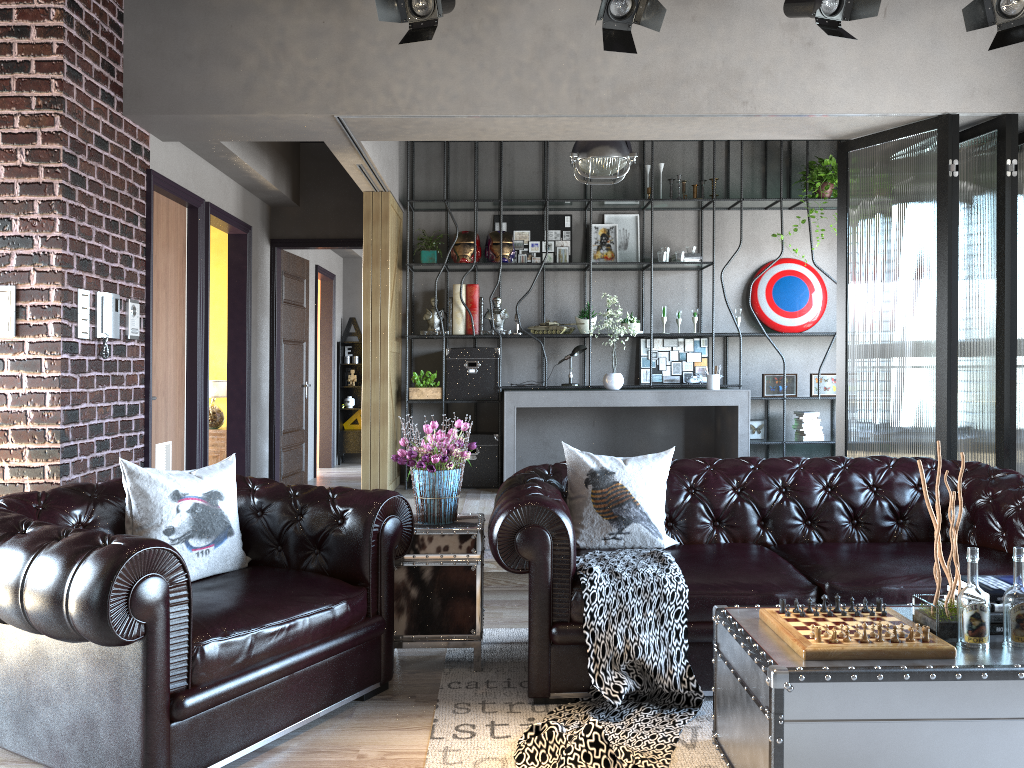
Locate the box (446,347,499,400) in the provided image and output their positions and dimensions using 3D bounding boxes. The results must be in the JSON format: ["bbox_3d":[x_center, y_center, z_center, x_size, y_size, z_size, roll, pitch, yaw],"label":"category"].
[{"bbox_3d":[-0.360,-0.083,8.221,0.489,0.481,0.374,0,0,-1],"label":"box"}]

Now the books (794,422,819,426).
[{"bbox_3d":[2.739,0.430,8.223,0.158,0.021,0.224,0,1,-1],"label":"books"}]

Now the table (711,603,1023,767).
[{"bbox_3d":[1.319,1.009,2.703,1.254,0.469,0.684,0,1,-1],"label":"table"}]

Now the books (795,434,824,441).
[{"bbox_3d":[2.757,0.551,8.205,0.192,0.043,0.248,0,1,-1],"label":"books"}]

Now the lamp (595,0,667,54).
[{"bbox_3d":[0.545,-1.987,4.659,0.359,0.525,0.540,0,0,-16],"label":"lamp"}]

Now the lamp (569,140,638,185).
[{"bbox_3d":[0.634,-2.104,6.833,0.534,1.149,0.515,0,0,-24],"label":"lamp"}]

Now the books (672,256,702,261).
[{"bbox_3d":[1.629,-1.136,8.346,0.243,0.024,0.175,0,1,-5],"label":"books"}]

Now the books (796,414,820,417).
[{"bbox_3d":[2.744,0.347,8.221,0.155,0.020,0.205,0,1,-1],"label":"books"}]

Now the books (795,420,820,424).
[{"bbox_3d":[2.745,0.409,8.221,0.155,0.022,0.205,0,1,-6],"label":"books"}]

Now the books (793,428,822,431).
[{"bbox_3d":[2.742,0.476,8.217,0.192,0.014,0.255,0,1,2],"label":"books"}]

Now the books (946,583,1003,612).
[{"bbox_3d":[1.599,0.709,2.829,0.282,0.026,0.266,0,1,1],"label":"books"}]

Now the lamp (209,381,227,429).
[{"bbox_3d":[-2.709,0.474,8.023,0.291,1.045,0.441,0,0,-27],"label":"lamp"}]

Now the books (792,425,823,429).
[{"bbox_3d":[2.740,0.455,8.216,0.193,0.028,0.245,0,1,-6],"label":"books"}]

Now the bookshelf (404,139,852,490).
[{"bbox_3d":[1.266,-0.662,8.252,4.483,3.283,0.526,0,0,-1],"label":"bookshelf"}]

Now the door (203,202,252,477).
[{"bbox_3d":[-2.828,-0.119,7.196,1.098,2.544,1.150,0,0,-1],"label":"door"}]

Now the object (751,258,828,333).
[{"bbox_3d":[2.626,-0.785,8.445,0.751,0.739,0.185,0,0,0],"label":"object"}]

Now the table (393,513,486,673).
[{"bbox_3d":[-0.317,0.911,3.924,0.417,0.609,0.405,0,0,-1],"label":"table"}]

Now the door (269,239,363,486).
[{"bbox_3d":[-1.782,-0.136,9.084,1.150,2.544,1.128,0,0,-1],"label":"door"}]

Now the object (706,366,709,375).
[{"bbox_3d":[1.749,-0.017,7.892,0.046,0.202,0.023,0,0,35],"label":"object"}]

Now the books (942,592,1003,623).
[{"bbox_3d":[1.600,0.736,2.817,0.315,0.026,0.270,0,1,-1],"label":"books"}]

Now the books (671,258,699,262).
[{"bbox_3d":[1.617,-1.112,8.345,0.166,0.024,0.227,0,1,-22],"label":"books"}]

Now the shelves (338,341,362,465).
[{"bbox_3d":[-1.896,0.259,12.193,0.911,1.677,0.353,0,0,-1],"label":"shelves"}]

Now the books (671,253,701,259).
[{"bbox_3d":[1.620,-1.162,8.340,0.225,0.029,0.179,0,1,-9],"label":"books"}]

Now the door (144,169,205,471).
[{"bbox_3d":[-2.373,-0.099,6.033,0.219,2.540,1.003,0,0,-1],"label":"door"}]

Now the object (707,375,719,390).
[{"bbox_3d":[1.784,0.029,7.865,0.110,0.137,0.110,0,0,9],"label":"object"}]

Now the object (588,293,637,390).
[{"bbox_3d":[0.899,-0.348,7.735,0.398,0.852,0.420,0,0,-44],"label":"object"}]

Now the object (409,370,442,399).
[{"bbox_3d":[-0.773,0.012,8.059,0.304,0.265,0.180,0,0,-1],"label":"object"}]

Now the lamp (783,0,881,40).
[{"bbox_3d":[1.619,-1.991,4.672,0.359,0.503,0.553,0,0,-21],"label":"lamp"}]

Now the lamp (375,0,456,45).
[{"bbox_3d":[-0.481,-2.000,4.644,0.359,0.512,0.559,0,0,19],"label":"lamp"}]

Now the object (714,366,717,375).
[{"bbox_3d":[1.812,-0.016,7.900,0.023,0.204,0.037,0,0,39],"label":"object"}]

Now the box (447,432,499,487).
[{"bbox_3d":[-0.355,0.702,8.221,0.489,0.481,0.374,0,0,-1],"label":"box"}]

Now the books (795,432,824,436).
[{"bbox_3d":[2.758,0.518,8.208,0.175,0.023,0.249,0,1,-5],"label":"books"}]

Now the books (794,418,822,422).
[{"bbox_3d":[2.744,0.388,8.216,0.174,0.019,0.244,0,1,-1],"label":"books"}]

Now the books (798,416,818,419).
[{"bbox_3d":[2.744,0.367,8.207,0.162,0.023,0.231,1,1,15],"label":"books"}]

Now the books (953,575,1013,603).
[{"bbox_3d":[1.599,0.681,2.829,0.251,0.030,0.236,0,1,1],"label":"books"}]

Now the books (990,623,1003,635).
[{"bbox_3d":[1.600,0.766,2.829,0.324,0.035,0.306,0,1,-1],"label":"books"}]

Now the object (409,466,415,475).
[{"bbox_3d":[-0.807,0.761,8.128,0.345,0.362,0.331,0,0,3],"label":"object"}]

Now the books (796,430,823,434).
[{"bbox_3d":[2.757,0.495,8.208,0.175,0.023,0.249,0,1,0],"label":"books"}]

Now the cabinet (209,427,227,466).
[{"bbox_3d":[-3.189,0.756,8.014,1.432,0.750,0.408,0,0,-1],"label":"cabinet"}]

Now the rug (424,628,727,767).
[{"bbox_3d":[0.970,1.230,3.235,2.474,0.003,2.254,0,1,-1],"label":"rug"}]

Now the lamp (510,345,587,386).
[{"bbox_3d":[0.350,-0.148,8.256,0.740,0.371,0.204,0,0,24],"label":"lamp"}]

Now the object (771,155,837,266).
[{"bbox_3d":[2.718,-1.509,8.063,0.720,1.026,0.650,0,0,18],"label":"object"}]

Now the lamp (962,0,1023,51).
[{"bbox_3d":[2.626,-1.975,4.677,0.561,0.519,0.359,0,0,-41],"label":"lamp"}]

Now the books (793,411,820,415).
[{"bbox_3d":[2.734,0.325,8.215,0.159,0.024,0.201,0,1,-11],"label":"books"}]
